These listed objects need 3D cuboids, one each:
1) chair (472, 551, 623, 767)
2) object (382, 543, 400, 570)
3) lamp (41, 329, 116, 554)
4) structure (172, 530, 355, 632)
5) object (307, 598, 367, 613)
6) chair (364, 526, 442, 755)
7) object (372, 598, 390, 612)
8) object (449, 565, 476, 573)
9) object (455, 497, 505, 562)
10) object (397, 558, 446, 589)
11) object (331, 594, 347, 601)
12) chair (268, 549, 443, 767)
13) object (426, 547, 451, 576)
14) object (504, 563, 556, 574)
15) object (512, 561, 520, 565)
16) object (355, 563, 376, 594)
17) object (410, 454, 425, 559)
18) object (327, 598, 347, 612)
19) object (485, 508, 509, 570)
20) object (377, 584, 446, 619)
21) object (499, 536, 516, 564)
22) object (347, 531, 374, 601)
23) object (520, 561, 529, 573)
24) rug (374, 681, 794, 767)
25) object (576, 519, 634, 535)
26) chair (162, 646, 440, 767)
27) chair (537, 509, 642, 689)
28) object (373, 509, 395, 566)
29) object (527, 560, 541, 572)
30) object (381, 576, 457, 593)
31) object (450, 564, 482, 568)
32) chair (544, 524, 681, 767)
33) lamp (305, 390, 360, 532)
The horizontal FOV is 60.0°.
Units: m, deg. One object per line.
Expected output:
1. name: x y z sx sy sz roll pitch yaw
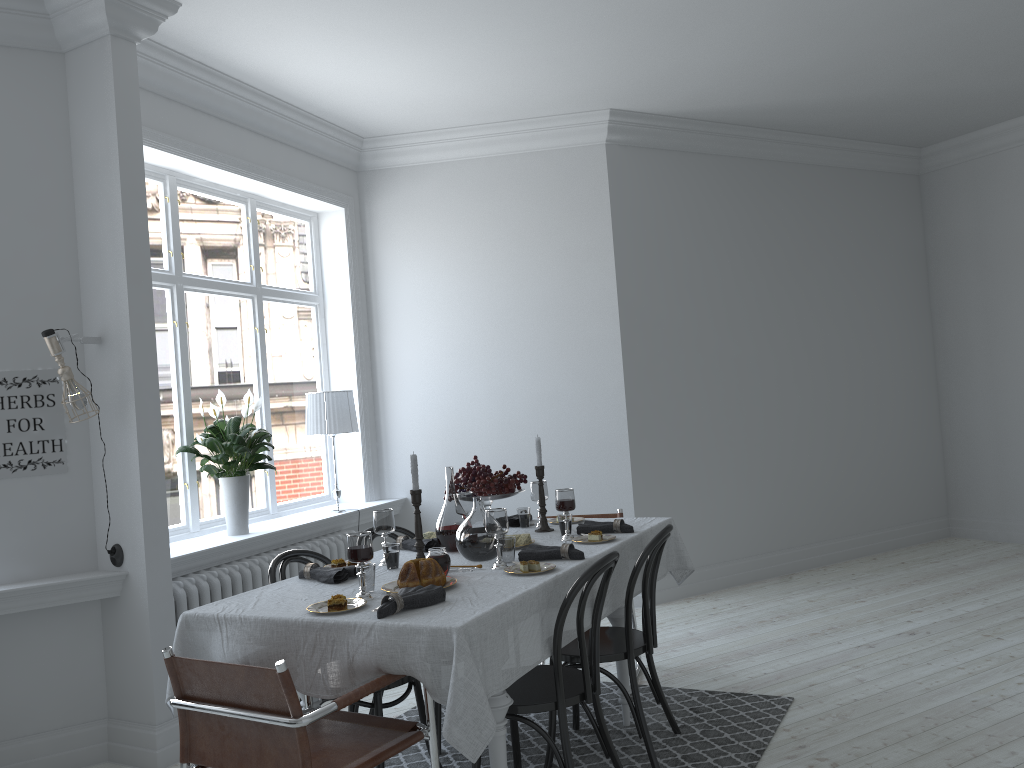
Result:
1. chair: 0.122 1.042 3.087 0.564 0.909 0.463 -5 -1 23
2. object: -0.456 0.657 3.370 0.066 0.094 0.066 -3 -2 -41
3. lamp: -1.815 0.258 3.759 0.131 0.977 0.312 -5 -2 34
4. structure: -1.328 1.292 4.816 0.245 0.753 1.710 -5 -1 23
5. object: -0.541 0.690 2.744 0.182 0.013 0.182 -4 -1 -30
6. chair: -0.396 1.103 4.008 0.564 0.909 0.463 -5 -2 38
7. object: -0.398 0.679 2.728 0.031 0.012 0.131 -5 -1 12
8. object: -0.211 0.678 3.237 0.150 0.009 0.075 -4 -1 5
9. object: -0.124 0.558 3.417 0.194 0.245 0.194 -6 -2 43
10. object: -0.302 0.634 2.956 0.164 0.105 0.191 -4 -1 -11
11. object: -0.542 0.678 2.772 0.051 0.039 0.036 -5 -1 10
12. chair: -0.631 1.109 3.479 0.564 0.909 0.463 -5 -1 23
13. object: -0.262 0.633 3.141 0.091 0.101 0.091 -5 -1 15
14. object: 0.063 0.653 3.119 0.182 0.013 0.182 -4 -1 -15
15. object: 0.058 0.656 3.242 0.131 0.012 0.031 -5 -1 27
16. object: -0.485 0.650 2.957 0.066 0.094 0.066 -3 -2 -41
17. object: -0.353 0.478 3.310 0.089 0.432 0.089 -4 -1 -8
18. object: -0.536 0.675 2.716 0.057 0.041 0.038 -4 -1 3
19. object: -0.051 0.564 3.231 0.083 0.215 0.083 -4 -1 -25
20. object: -0.296 0.648 2.674 0.165 0.061 0.247 -5 -1 9
21. object: -0.016 0.622 3.322 0.066 0.094 0.066 -3 -2 -41
22. object: -0.486 0.589 2.861 0.083 0.215 0.083 -4 -1 -25
23. object: 0.042 0.641 3.116 0.021 0.037 0.057 -4 -1 -12
24. rug: 0.032 1.501 3.467 1.701 0.021 2.166 -5 -1 28
25. object: 0.413 0.621 3.904 0.247 0.061 0.165 -5 -1 9
26. chair: -0.586 1.121 2.563 0.546 0.837 0.593 -5 -2 31
27. chair: 0.323 1.095 4.482 0.546 0.837 0.593 -5 -1 15
28. object: -0.500 0.604 3.491 0.083 0.215 0.083 -4 -1 -25
29. object: 0.075 0.639 3.115 0.021 0.037 0.057 -3 -2 -40
30. object: -0.309 0.676 2.959 0.251 0.018 0.251 -4 -1 -30
31. object: -0.192 0.663 3.237 0.167 0.031 0.031 -4 -1 5
32. chair: 0.400 1.033 3.585 0.564 0.909 0.463 -5 -1 18
33. lamp: -1.105 0.713 5.596 0.335 1.331 0.335 -3 -2 -43
